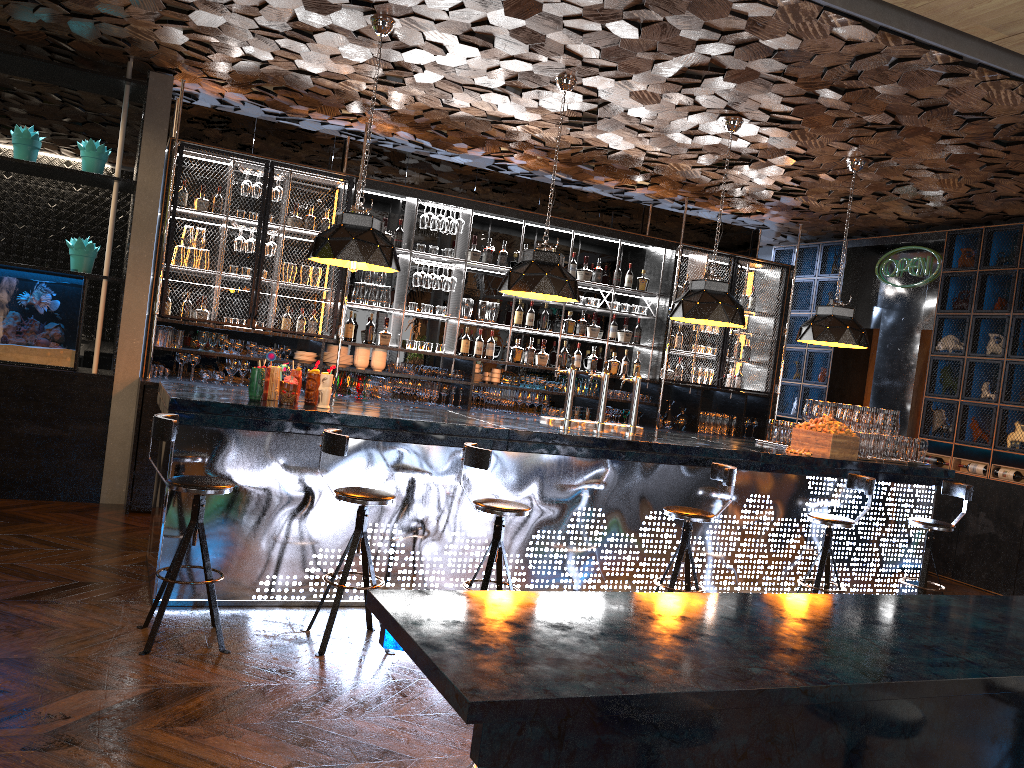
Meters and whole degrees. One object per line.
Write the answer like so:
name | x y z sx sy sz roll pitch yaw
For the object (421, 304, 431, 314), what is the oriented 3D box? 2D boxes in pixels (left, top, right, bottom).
object | -0.843 -0.730 8.646 0.089 0.092 0.089 9 2 44

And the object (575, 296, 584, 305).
object | 0.707 -0.877 9.316 0.089 0.092 0.089 8 2 29

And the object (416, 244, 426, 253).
object | -0.887 -1.308 8.621 0.089 0.092 0.089 8 2 34

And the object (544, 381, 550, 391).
object | 0.366 0.017 9.175 0.098 0.097 0.098 8 1 13

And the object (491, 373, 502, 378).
object | -0.163 -0.074 8.896 0.094 0.069 0.106 8 2 17

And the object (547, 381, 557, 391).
object | 0.406 0.025 9.082 0.098 0.097 0.098 6 2 -45

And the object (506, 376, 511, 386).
object | -0.029 -0.028 8.945 0.058 0.099 0.067 8 2 35

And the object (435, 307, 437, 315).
object | -0.720 -0.719 8.833 0.089 0.092 0.089 6 2 -40

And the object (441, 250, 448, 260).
object | -0.665 -1.285 8.844 0.089 0.092 0.089 8 2 34

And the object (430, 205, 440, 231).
object | -0.757 -1.637 8.734 0.092 0.244 0.092 8 2 26

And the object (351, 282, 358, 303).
object | -1.486 -0.867 8.509 0.105 0.209 0.105 8 2 21

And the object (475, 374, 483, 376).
object | -0.363 -0.094 8.817 0.149 0.026 0.148 7 2 -18

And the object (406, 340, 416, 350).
object | -0.983 -0.377 8.588 0.089 0.092 0.089 8 2 37

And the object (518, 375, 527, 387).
object | 0.110 -0.031 9.235 0.100 0.125 0.100 7 1 -11

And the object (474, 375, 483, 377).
object | -0.363 -0.082 8.818 0.149 0.025 0.149 8 2 28

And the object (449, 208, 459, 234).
object | -0.573 -1.616 8.818 0.092 0.244 0.092 8 2 26

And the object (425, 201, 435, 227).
object | -0.789 -1.636 8.539 0.092 0.244 0.092 8 2 26

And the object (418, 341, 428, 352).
object | -0.869 -0.363 8.625 0.089 0.092 0.089 8 2 29

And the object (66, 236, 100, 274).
object | -3.566 -1.073 7.354 0.265 0.325 0.245 6 2 -31

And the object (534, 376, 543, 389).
object | 0.264 -0.010 9.171 0.108 0.126 0.108 6 2 -30

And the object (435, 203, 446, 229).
object | -0.690 -1.625 8.584 0.092 0.244 0.092 8 2 26

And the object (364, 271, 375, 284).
object | -1.349 -1.058 8.425 0.105 0.209 0.105 8 2 21

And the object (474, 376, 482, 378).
object | -0.363 -0.072 8.819 0.149 0.026 0.148 7 2 -18

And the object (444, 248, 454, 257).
object | -0.618 -1.275 8.664 0.089 0.092 0.089 8 2 34

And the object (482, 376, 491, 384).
object | -0.254 -0.042 8.956 0.094 0.067 0.106 8 2 28

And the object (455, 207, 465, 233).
object | -0.506 -1.603 8.668 0.092 0.244 0.092 8 2 26

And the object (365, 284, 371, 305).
object | -1.372 -0.854 8.553 0.105 0.209 0.105 8 2 21

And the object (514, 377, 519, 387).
object | 0.040 -0.019 8.944 0.067 0.099 0.058 8 1 11

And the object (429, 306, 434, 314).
object | -0.825 -0.731 8.776 0.089 0.092 0.089 7 1 7

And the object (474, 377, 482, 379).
object | -0.366 -0.063 8.819 0.149 0.024 0.149 7 2 -25

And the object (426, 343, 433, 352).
object | -0.829 -0.361 8.751 0.089 0.092 0.089 7 1 -14

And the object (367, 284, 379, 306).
object | -1.321 -0.845 8.457 0.105 0.209 0.105 8 2 21

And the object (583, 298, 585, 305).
object | 0.734 -0.877 9.459 0.089 0.092 0.089 7 2 -25

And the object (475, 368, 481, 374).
object | -0.355 -0.125 8.817 0.107 0.070 0.094 7 1 6

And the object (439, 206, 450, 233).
object | -0.667 -1.627 8.775 0.092 0.244 0.092 8 2 26

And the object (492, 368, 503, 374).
object | -0.156 -0.118 8.884 0.094 0.068 0.106 7 2 -25

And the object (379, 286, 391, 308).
object | -1.212 -0.832 8.493 0.105 0.209 0.105 8 2 21

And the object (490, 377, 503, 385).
object | -0.165 -0.029 8.895 0.106 0.067 0.094 6 2 -36

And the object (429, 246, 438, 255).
object | -0.768 -1.294 8.650 0.089 0.092 0.089 8 2 34

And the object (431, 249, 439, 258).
object | -0.773 -1.298 8.782 0.089 0.092 0.089 7 1 -14

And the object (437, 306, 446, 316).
object | -0.689 -0.710 8.649 0.089 0.092 0.089 6 2 -40

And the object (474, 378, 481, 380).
object | -0.367 -0.051 8.820 0.149 0.023 0.149 6 2 -40

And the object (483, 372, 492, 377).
object | -0.241 -0.086 8.956 0.105 0.069 0.094 9 2 43

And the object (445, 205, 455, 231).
object | -0.600 -1.614 8.625 0.092 0.244 0.092 8 2 26

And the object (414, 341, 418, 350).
object | -0.982 -0.382 8.775 0.089 0.092 0.089 8 2 37

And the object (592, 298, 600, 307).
object | 0.888 -0.856 9.409 0.089 0.092 0.089 8 2 20

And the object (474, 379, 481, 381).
object | -0.368 -0.039 8.820 0.149 0.023 0.149 8 2 34

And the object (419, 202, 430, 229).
object | -0.856 -1.649 8.689 0.092 0.244 0.092 8 2 26

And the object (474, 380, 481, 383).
object | -0.370 -0.029 8.820 0.149 0.022 0.149 8 2 34

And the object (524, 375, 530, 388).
object | 0.161 -0.022 9.128 0.100 0.125 0.100 8 2 23

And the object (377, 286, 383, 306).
object | -1.269 -0.841 8.589 0.105 0.209 0.105 8 2 21

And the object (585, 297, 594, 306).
object | 0.812 -0.864 9.337 0.089 0.092 0.089 8 2 29

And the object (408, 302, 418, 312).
object | -0.965 -0.745 8.638 0.089 0.092 0.089 9 2 44

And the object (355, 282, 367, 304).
object | -1.428 -0.857 8.407 0.105 0.209 0.105 8 2 21

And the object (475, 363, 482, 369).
object | -0.359 -0.170 8.811 0.094 0.069 0.106 7 2 -18

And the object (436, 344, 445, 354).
object | -0.708 -0.346 8.738 0.089 0.092 0.089 7 1 -14
